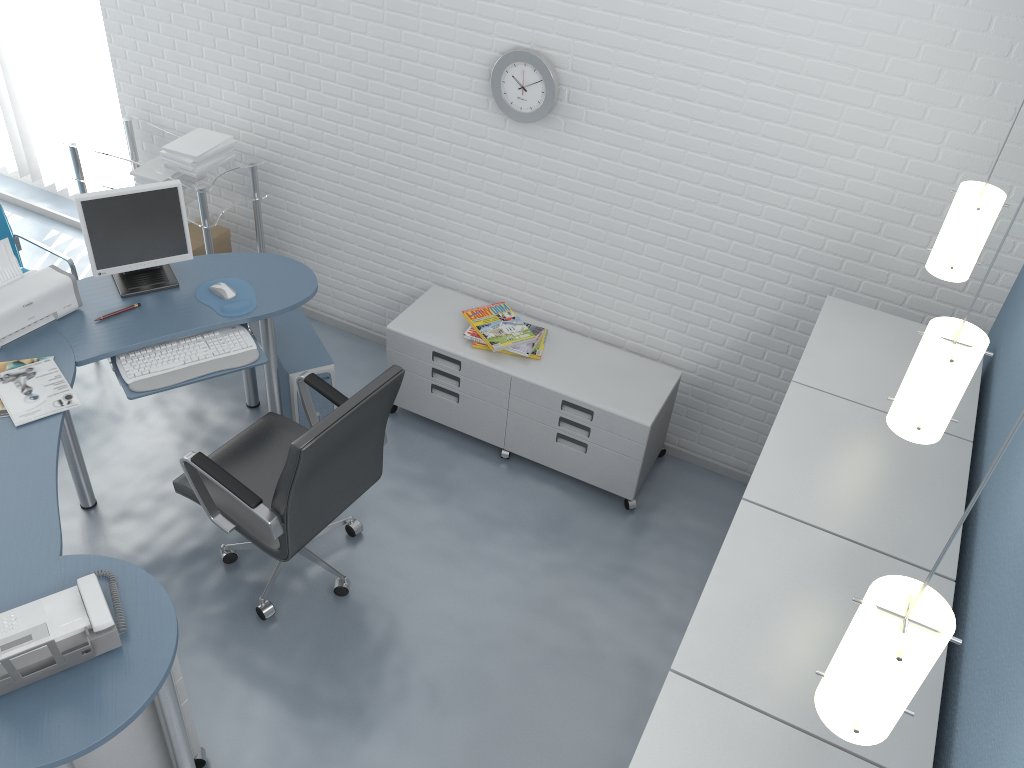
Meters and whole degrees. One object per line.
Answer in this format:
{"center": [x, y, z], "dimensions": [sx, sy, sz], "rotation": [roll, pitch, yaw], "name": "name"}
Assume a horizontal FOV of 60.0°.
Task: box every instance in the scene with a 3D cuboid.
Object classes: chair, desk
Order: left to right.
{"center": [-2.293, -0.354, 3.975], "dimensions": [0.543, 0.707, 0.542], "rotation": [24, 42, 21], "name": "chair"}
{"center": [-1.540, 0.355, 3.020], "dimensions": [1.402, 0.900, 2.282], "rotation": [5, 38, -1], "name": "desk"}
{"center": [-0.789, 0.316, 3.131], "dimensions": [0.652, 0.948, 0.584], "rotation": [24, 42, 22], "name": "chair"}

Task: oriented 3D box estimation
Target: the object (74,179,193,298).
{"center": [-1.434, -0.576, 3.376], "dimensions": [0.365, 0.417, 0.212], "rotation": [-16, 43, -26], "name": "object"}

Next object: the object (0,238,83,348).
{"center": [-1.773, -0.328, 3.133], "dimensions": [0.197, 0.273, 0.392], "rotation": [24, 42, 22], "name": "object"}

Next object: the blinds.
{"center": [-3.766, -2.801, 4.795], "dimensions": [4.001, 2.955, 0.158], "rotation": [21, 40, 18], "name": "blinds"}

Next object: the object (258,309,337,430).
{"center": [-0.950, -0.020, 3.962], "dimensions": [0.199, 0.422, 0.471], "rotation": [-15, 43, -25], "name": "object"}

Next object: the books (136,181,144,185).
{"center": [-1.657, -1.008, 4.315], "dimensions": [0.190, 0.015, 0.270], "rotation": [21, 40, 18], "name": "books"}

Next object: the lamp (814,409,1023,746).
{"center": [0.611, -0.186, 0.846], "dimensions": [0.120, 1.786, 0.120], "rotation": [-5, 39, -14], "name": "lamp"}

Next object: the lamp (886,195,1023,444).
{"center": [0.970, -0.604, 1.425], "dimensions": [0.120, 1.786, 0.120], "rotation": [-5, 39, -14], "name": "lamp"}

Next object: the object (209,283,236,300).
{"center": [-1.130, -0.370, 3.461], "dimensions": [0.115, 0.035, 0.054], "rotation": [28, 43, 25], "name": "object"}

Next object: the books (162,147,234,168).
{"center": [-1.457, -1.081, 4.123], "dimensions": [0.190, 0.015, 0.270], "rotation": [21, 40, 18], "name": "books"}

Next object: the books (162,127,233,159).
{"center": [-1.448, -1.112, 4.091], "dimensions": [0.190, 0.015, 0.270], "rotation": [17, 39, 14], "name": "books"}

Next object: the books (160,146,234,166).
{"center": [-1.458, -1.088, 4.108], "dimensions": [0.190, 0.015, 0.270], "rotation": [22, 41, 20], "name": "books"}

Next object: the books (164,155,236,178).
{"center": [-1.455, -1.042, 4.146], "dimensions": [0.190, 0.015, 0.270], "rotation": [21, 40, 18], "name": "books"}

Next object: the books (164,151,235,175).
{"center": [-1.454, -1.053, 4.137], "dimensions": [0.190, 0.015, 0.270], "rotation": [19, 40, 16], "name": "books"}

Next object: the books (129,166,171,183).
{"center": [-1.675, -1.043, 4.283], "dimensions": [0.190, 0.015, 0.270], "rotation": [19, 40, 16], "name": "books"}

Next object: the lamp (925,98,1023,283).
{"center": [1.328, -1.023, 2.005], "dimensions": [0.120, 1.786, 0.120], "rotation": [-5, 39, -14], "name": "lamp"}

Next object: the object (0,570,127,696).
{"center": [-1.130, 0.556, 2.092], "dimensions": [0.405, 0.280, 0.399], "rotation": [-19, 44, -28], "name": "object"}

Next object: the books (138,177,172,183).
{"center": [-1.655, -1.033, 4.298], "dimensions": [0.190, 0.015, 0.270], "rotation": [22, 41, 19], "name": "books"}

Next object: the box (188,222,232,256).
{"center": [-1.613, -0.683, 4.472], "dimensions": [0.207, 0.133, 0.347], "rotation": [21, 40, 18], "name": "box"}

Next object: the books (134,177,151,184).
{"center": [-1.659, -1.017, 4.301], "dimensions": [0.190, 0.015, 0.270], "rotation": [20, 40, 17], "name": "books"}

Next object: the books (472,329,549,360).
{"center": [-0.004, -0.199, 3.860], "dimensions": [0.300, 0.020, 0.210], "rotation": [11, 38, 6], "name": "books"}

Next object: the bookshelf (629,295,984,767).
{"center": [0.770, 0.825, 2.530], "dimensions": [0.521, 1.141, 2.294], "rotation": [21, 40, 18], "name": "bookshelf"}

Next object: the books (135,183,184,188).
{"center": [-1.667, -0.998, 4.324], "dimensions": [0.190, 0.015, 0.270], "rotation": [18, 40, 15], "name": "books"}

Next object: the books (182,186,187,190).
{"center": [-1.668, -0.986, 4.333], "dimensions": [0.190, 0.015, 0.270], "rotation": [20, 40, 17], "name": "books"}

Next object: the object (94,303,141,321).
{"center": [-1.470, -0.267, 3.306], "dimensions": [0.013, 0.013, 0.178], "rotation": [34, 46, 31], "name": "object"}

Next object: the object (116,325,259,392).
{"center": [-1.184, -0.109, 3.244], "dimensions": [0.478, 0.028, 0.276], "rotation": [-18, 44, -28], "name": "object"}

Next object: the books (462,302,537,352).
{"center": [-0.058, -0.252, 3.856], "dimensions": [0.210, 0.020, 0.300], "rotation": [-15, 43, -25], "name": "books"}

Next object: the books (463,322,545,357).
{"center": [-0.031, -0.220, 3.850], "dimensions": [0.300, 0.020, 0.210], "rotation": [17, 39, 14], "name": "books"}

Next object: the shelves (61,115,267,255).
{"center": [-1.697, -0.782, 4.485], "dimensions": [0.896, 0.848, 0.441], "rotation": [21, 41, 18], "name": "shelves"}

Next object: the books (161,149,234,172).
{"center": [-1.462, -1.066, 4.128], "dimensions": [0.190, 0.015, 0.270], "rotation": [22, 41, 19], "name": "books"}

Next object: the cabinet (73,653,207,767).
{"center": [-1.209, 1.020, 2.460], "dimensions": [0.383, 0.605, 0.559], "rotation": [22, 41, 19], "name": "cabinet"}

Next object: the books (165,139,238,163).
{"center": [-1.435, -1.101, 4.104], "dimensions": [0.190, 0.015, 0.270], "rotation": [21, 40, 18], "name": "books"}

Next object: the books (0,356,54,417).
{"center": [-1.637, 0.009, 2.942], "dimensions": [0.200, 0.005, 0.300], "rotation": [-8, 40, -17], "name": "books"}

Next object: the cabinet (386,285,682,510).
{"center": [0.074, 0.039, 3.977], "dimensions": [1.259, 0.484, 0.447], "rotation": [21, 40, 18], "name": "cabinet"}

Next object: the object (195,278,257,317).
{"center": [-1.100, -0.353, 3.457], "dimensions": [0.285, 0.026, 0.213], "rotation": [30, 44, 28], "name": "object"}

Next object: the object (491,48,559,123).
{"center": [0.049, -1.155, 3.439], "dimensions": [0.279, 0.277, 0.041], "rotation": [21, 40, 18], "name": "object"}

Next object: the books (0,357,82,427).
{"center": [-1.576, 0.023, 2.928], "dimensions": [0.200, 0.010, 0.300], "rotation": [-23, 47, -32], "name": "books"}
